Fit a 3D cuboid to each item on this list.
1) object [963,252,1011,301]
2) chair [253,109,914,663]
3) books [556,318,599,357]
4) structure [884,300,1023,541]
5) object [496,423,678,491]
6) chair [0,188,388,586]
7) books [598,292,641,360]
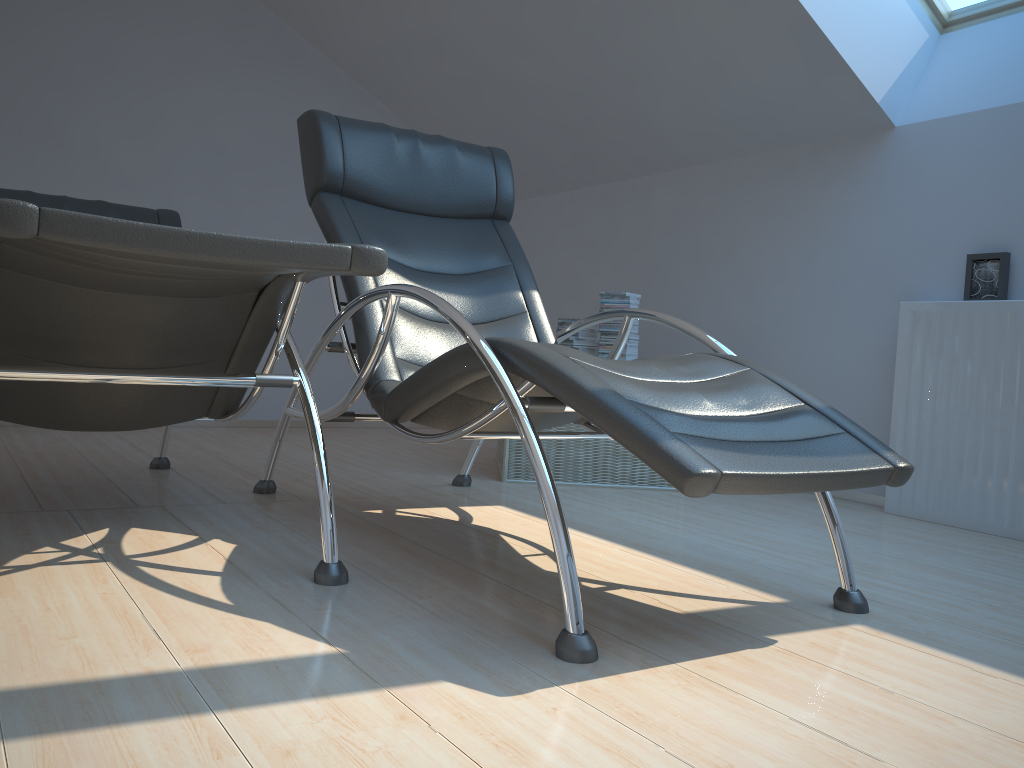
[{"bbox_3d":[1.877,-0.350,2.851,0.030,0.180,0.846,2,2,-33],"label":"object"},{"bbox_3d":[0.035,-0.190,2.388,0.836,1.251,1.938,2,2,-33],"label":"chair"},{"bbox_3d":[0.288,-0.193,3.925,0.162,0.184,0.165,2,2,-35],"label":"books"},{"bbox_3d":[1.843,0.134,2.825,0.120,0.800,1.324,2,2,-33],"label":"structure"},{"bbox_3d":[0.325,0.146,3.920,0.745,0.518,0.744,3,2,-3],"label":"object"},{"bbox_3d":[-1.066,-0.105,2.283,0.836,0.953,2.114,2,2,-33],"label":"chair"},{"bbox_3d":[0.453,-0.237,3.787,0.149,0.300,0.149,5,2,28],"label":"books"}]
